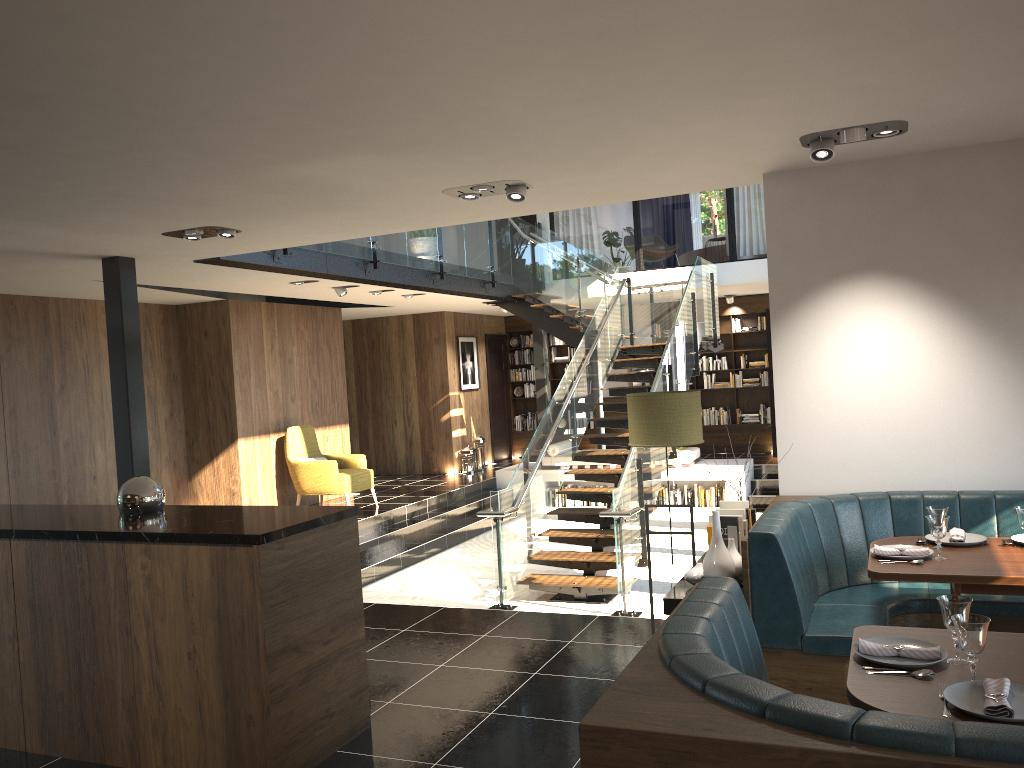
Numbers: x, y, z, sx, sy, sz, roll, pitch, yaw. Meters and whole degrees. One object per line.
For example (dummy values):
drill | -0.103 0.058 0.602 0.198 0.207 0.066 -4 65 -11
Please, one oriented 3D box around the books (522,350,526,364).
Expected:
books | 0.248 -0.509 16.809 0.019 0.264 0.175 -3 1 23

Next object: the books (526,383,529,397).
books | 0.310 0.115 16.818 0.018 0.275 0.144 -3 1 23

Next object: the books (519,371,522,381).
books | 0.189 -0.149 16.870 0.035 0.180 0.164 -3 1 23

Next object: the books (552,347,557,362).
books | 0.802 -0.550 16.618 0.016 0.278 0.209 -3 1 23

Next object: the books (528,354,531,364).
books | 0.349 -0.477 16.764 0.025 0.188 0.181 -3 1 23

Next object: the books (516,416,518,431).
books | 0.125 0.753 16.948 0.014 0.282 0.232 -3 1 23

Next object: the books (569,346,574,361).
books | 1.119 -0.572 16.458 0.049 0.286 0.259 -3 1 23

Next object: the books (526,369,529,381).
books | 0.315 -0.174 16.831 0.053 0.216 0.151 -3 1 23

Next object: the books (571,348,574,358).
books | 1.156 -0.548 16.446 0.025 0.235 0.231 -3 1 23

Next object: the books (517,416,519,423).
books | 0.152 0.751 16.955 0.030 0.283 0.170 -3 1 23

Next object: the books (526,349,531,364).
books | 0.325 -0.518 16.785 0.033 0.273 0.189 -3 1 23

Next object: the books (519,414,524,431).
books | 0.194 0.737 16.902 0.015 0.306 0.222 -3 1 23

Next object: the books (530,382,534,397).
books | 0.389 0.109 16.797 0.032 0.279 0.133 -3 1 23

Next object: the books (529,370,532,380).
books | 0.377 -0.166 16.784 0.025 0.194 0.172 -3 1 23

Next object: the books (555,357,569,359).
books | 0.958 -0.494 16.575 0.264 0.021 0.189 -3 1 21

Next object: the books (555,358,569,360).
books | 0.956 -0.468 16.567 0.266 0.030 0.209 -3 1 24

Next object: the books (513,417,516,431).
books | 0.085 0.765 16.993 0.032 0.262 0.194 -3 1 23

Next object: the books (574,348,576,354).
books | 1.196 -0.552 16.448 0.047 0.238 0.225 -3 1 23

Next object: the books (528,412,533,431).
books | 0.355 0.711 16.819 0.016 0.341 0.217 -3 1 23

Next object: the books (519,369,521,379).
books | 0.174 -0.176 16.906 0.019 0.236 0.139 -3 1 23

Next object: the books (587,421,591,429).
books | 1.433 0.645 16.369 0.065 0.354 0.164 -3 1 23

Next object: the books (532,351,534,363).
books | 0.420 -0.508 16.763 0.024 0.242 0.144 -3 1 23

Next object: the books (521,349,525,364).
books | 0.223 -0.520 16.842 0.015 0.288 0.154 -3 1 23

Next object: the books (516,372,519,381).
books | 0.127 -0.140 16.913 0.037 0.169 0.148 -3 1 23

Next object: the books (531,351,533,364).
books | 0.401 -0.501 16.766 0.014 0.230 0.172 -3 1 23

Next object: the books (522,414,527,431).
books | 0.237 0.735 16.913 0.020 0.304 0.189 -3 1 23

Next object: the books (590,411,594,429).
books | 1.482 0.663 16.354 0.035 0.315 0.168 -3 1 23

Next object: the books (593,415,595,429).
books | 1.541 0.693 16.334 0.029 0.247 0.139 -3 1 23

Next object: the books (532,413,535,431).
books | 0.442 0.716 16.802 0.016 0.322 0.218 -3 1 23

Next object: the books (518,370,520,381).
books | 0.160 -0.162 16.920 0.018 0.208 0.126 -3 1 23

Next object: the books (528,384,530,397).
books | 0.344 0.128 16.832 0.032 0.245 0.120 -3 1 23

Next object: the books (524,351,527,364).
books | 0.282 -0.507 16.823 0.032 0.255 0.160 -3 1 23

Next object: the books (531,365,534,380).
books | 0.419 -0.214 16.764 0.018 0.284 0.197 -3 1 23

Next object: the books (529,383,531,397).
books | 0.367 0.117 16.815 0.024 0.265 0.147 -3 1 23

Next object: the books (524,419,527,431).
books | 0.280 0.777 16.868 0.021 0.217 0.220 -3 1 23

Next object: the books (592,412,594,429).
books | 1.509 0.665 16.335 0.029 0.306 0.149 -3 1 23

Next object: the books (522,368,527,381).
books | 0.246 -0.181 16.838 0.026 0.237 0.164 -3 1 23

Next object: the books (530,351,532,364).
books | 0.386 -0.505 16.786 0.028 0.240 0.148 -3 1 23

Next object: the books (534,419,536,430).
books | 0.475 0.770 16.812 0.033 0.208 0.191 -3 1 23

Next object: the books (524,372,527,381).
books | 0.277 -0.147 16.840 0.026 0.167 0.173 -3 1 23

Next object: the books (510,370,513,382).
books | 0.019 -0.162 16.965 0.030 0.224 0.165 -3 1 23

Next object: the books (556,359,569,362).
books | 0.963 -0.437 16.580 0.239 0.033 0.176 -3 1 20

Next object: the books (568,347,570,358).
books | 1.093 -0.560 16.488 0.023 0.264 0.218 -3 1 23

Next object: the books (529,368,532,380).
books | 0.359 -0.190 16.803 0.020 0.243 0.154 -3 1 23

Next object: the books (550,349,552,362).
books | 0.766 -0.531 16.657 0.028 0.242 0.194 -3 1 23

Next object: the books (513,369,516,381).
books | 0.071 -0.170 16.905 0.022 0.235 0.194 -3 1 23

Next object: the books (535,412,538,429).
books | 0.503 0.695 16.750 0.019 0.357 0.234 -3 1 23

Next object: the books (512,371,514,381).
books | 0.053 -0.148 16.946 0.045 0.192 0.164 -3 1 23

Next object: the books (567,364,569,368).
books | 1.060 -0.241 16.465 0.019 0.272 0.175 -3 1 23

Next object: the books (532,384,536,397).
books | 0.425 0.119 16.801 0.030 0.253 0.138 -3 1 23

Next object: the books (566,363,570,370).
books | 1.046 -0.245 16.490 0.025 0.280 0.145 -3 1 23

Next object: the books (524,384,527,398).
books | 0.286 0.126 16.817 0.026 0.257 0.192 -3 1 23

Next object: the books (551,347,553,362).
books | 0.780 -0.550 16.622 0.027 0.279 0.166 -3 1 23

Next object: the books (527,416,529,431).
books | 0.349 0.741 16.842 0.017 0.282 0.232 -3 1 23

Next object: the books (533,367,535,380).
books | 0.455 -0.203 16.751 0.021 0.260 0.197 -3 1 23

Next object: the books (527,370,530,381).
books | 0.333 -0.169 16.786 0.016 0.206 0.204 -3 1 23

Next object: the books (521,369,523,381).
books | 0.226 -0.178 16.869 0.036 0.235 0.169 -3 1 23

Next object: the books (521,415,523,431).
books | 0.223 0.738 16.926 0.018 0.302 0.195 -3 1 23

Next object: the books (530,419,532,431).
books | 0.397 0.768 16.846 0.034 0.223 0.208 -3 1 23

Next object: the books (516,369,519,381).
books | 0.108 -0.171 16.940 0.018 0.232 0.123 -3 1 23
